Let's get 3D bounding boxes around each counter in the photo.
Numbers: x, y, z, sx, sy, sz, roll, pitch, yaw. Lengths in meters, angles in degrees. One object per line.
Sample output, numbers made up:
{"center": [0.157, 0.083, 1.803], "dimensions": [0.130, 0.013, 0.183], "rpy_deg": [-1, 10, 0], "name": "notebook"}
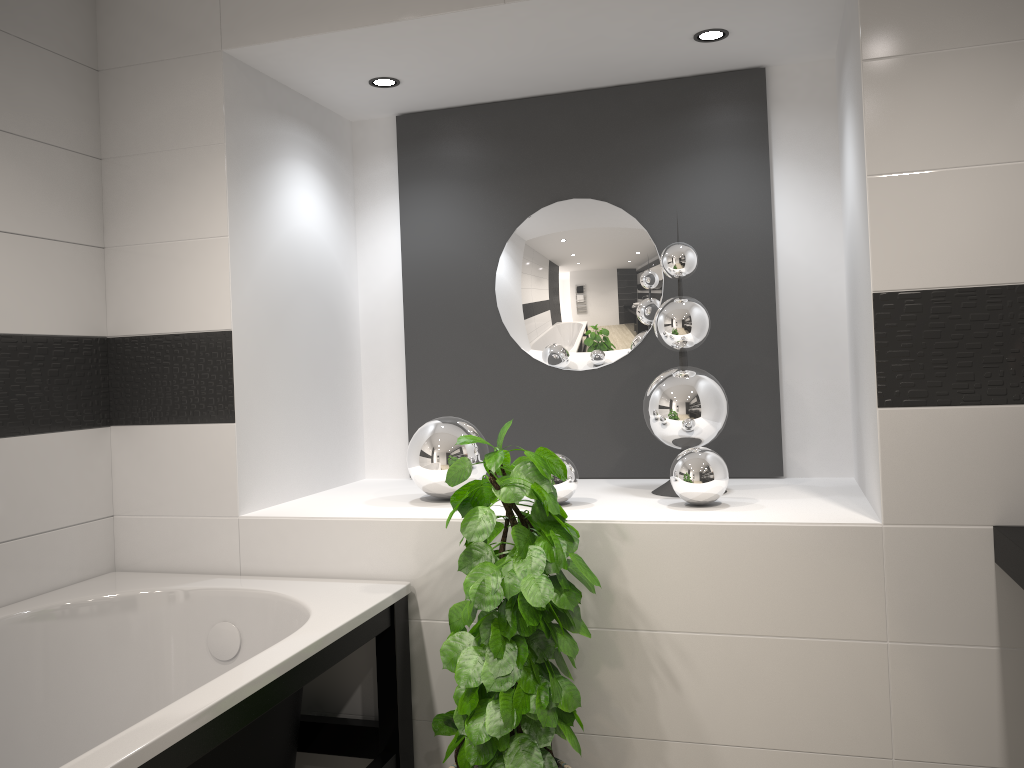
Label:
{"center": [0.876, 0.418, 0.123], "dimensions": [0.655, 0.084, 3.846], "rpy_deg": [-2, 1, 17], "name": "counter"}

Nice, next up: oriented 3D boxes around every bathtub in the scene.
{"center": [-1.059, 0.936, 1.564], "dimensions": [1.008, 0.676, 2.180], "rpy_deg": [-2, 1, 17], "name": "bathtub"}

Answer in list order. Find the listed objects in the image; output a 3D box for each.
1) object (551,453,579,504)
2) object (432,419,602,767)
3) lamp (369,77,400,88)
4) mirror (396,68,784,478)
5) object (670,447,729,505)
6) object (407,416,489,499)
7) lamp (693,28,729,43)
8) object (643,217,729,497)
{"center": [0.121, 0.280, 2.620], "dimensions": [0.150, 0.151, 0.150], "rpy_deg": [-2, 0, 30], "name": "object"}
{"center": [-0.016, 0.653, 2.141], "dimensions": [0.438, 1.132, 0.418], "rpy_deg": [-2, -1, -32], "name": "object"}
{"center": [-0.434, -1.025, 3.013], "dimensions": [0.105, 0.004, 0.105], "rpy_deg": [-2, 1, 2], "name": "lamp"}
{"center": [0.229, -0.357, 3.168], "dimensions": [1.360, 1.383, 0.078], "rpy_deg": [-2, -1, 17], "name": "mirror"}
{"center": [0.529, 0.260, 2.505], "dimensions": [0.163, 0.163, 0.163], "rpy_deg": [-2, 0, 30], "name": "object"}
{"center": [-0.203, 0.234, 2.814], "dimensions": [0.260, 0.261, 0.261], "rpy_deg": [-2, 0, 30], "name": "object"}
{"center": [0.606, -1.061, 2.699], "dimensions": [0.105, 0.004, 0.105], "rpy_deg": [-3, 1, -16], "name": "lamp"}
{"center": [0.535, -0.112, 2.773], "dimensions": [0.260, 0.898, 0.261], "rpy_deg": [-3, -1, 30], "name": "object"}
